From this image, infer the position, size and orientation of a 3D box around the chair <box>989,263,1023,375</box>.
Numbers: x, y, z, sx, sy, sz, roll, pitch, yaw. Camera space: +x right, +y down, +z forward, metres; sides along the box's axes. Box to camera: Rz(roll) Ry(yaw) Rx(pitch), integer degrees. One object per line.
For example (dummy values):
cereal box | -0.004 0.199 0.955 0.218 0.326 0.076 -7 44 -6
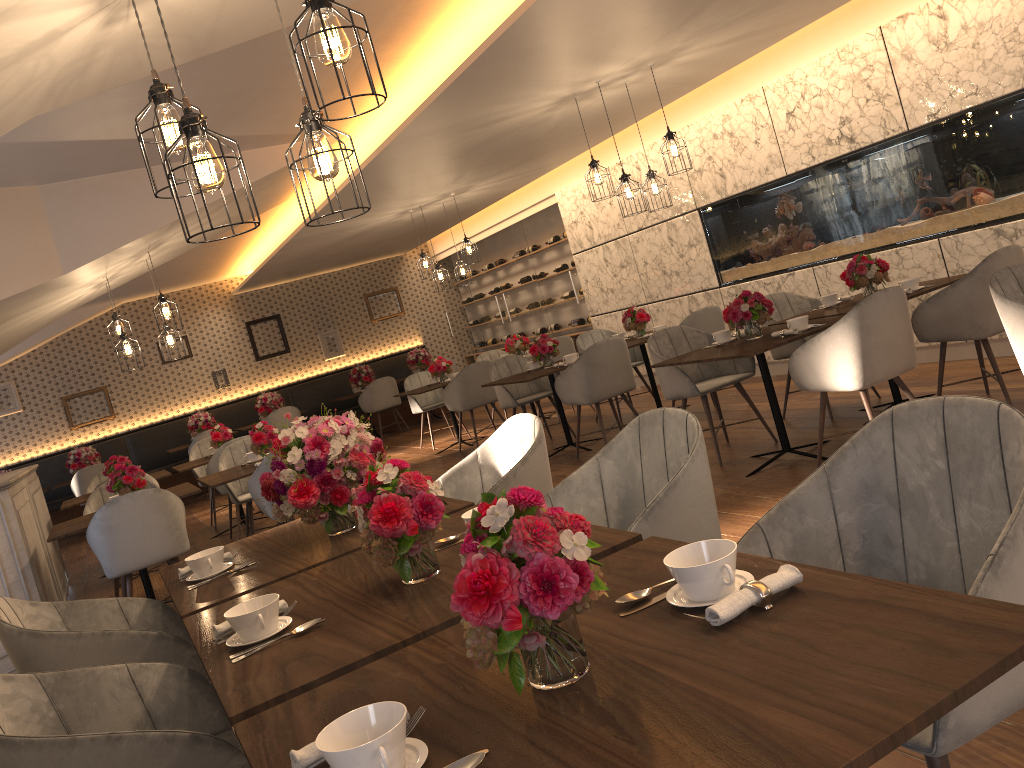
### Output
chair | 2.305 -0.087 3.496 0.568 0.871 0.524 -17 2 -25

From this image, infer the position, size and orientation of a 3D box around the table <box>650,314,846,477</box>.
table | 1.505 0.088 5.112 0.902 0.720 0.892 -18 4 -25

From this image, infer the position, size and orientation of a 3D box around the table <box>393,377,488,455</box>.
table | -0.647 0.330 9.659 0.902 0.720 0.892 -18 4 -25

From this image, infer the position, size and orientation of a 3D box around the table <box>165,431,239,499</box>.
table | -4.170 1.133 12.165 0.902 0.720 0.892 -18 4 -25

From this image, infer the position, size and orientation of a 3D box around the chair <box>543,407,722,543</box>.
chair | 0.346 0.559 2.468 0.530 0.871 0.562 -17 2 -25

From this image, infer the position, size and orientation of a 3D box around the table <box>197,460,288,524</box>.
table | -1.619 0.890 6.240 0.902 0.720 0.892 -18 4 -25

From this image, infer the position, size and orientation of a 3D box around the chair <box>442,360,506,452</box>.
chair | -0.349 0.214 9.070 0.568 0.871 0.524 -17 2 -25

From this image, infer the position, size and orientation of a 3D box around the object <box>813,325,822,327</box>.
object | 1.643 -0.314 4.928 0.022 0.004 0.210 -18 5 -25

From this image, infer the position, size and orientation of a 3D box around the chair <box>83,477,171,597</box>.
chair | -2.740 1.118 6.414 0.568 0.871 0.524 -17 2 -25

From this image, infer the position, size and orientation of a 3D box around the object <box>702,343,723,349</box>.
object | 1.206 -0.228 5.335 0.043 0.015 0.196 -18 5 -29

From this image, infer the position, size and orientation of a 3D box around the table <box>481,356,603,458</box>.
table | 0.408 0.211 7.431 0.902 0.720 0.892 -18 4 -25

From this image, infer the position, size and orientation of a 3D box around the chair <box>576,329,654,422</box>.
chair | 0.980 -0.116 8.462 0.568 0.871 0.524 -17 2 -25

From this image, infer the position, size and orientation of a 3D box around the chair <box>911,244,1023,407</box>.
chair | 2.630 -0.299 4.942 0.568 0.871 0.524 -17 2 -25

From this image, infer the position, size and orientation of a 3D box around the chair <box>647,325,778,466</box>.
chair | 1.251 0.031 5.724 0.568 0.871 0.524 -17 2 -25

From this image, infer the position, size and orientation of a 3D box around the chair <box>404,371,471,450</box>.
chair | -0.901 0.273 10.271 0.568 0.871 0.524 -17 2 -25

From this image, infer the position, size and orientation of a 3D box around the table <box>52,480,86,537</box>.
table | -5.391 1.533 11.547 0.902 0.720 0.892 -18 4 -25

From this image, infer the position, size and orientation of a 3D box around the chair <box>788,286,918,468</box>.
chair | 1.803 -0.028 4.523 0.568 0.871 0.524 -17 2 -25

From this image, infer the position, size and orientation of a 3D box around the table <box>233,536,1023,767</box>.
table | 0.204 0.775 1.297 0.902 0.720 0.892 -18 4 -25

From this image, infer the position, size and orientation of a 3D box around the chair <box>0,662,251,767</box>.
chair | -0.792 0.934 1.872 0.530 0.871 0.562 -17 2 -25

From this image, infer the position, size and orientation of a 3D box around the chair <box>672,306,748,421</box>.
chair | 1.533 -0.176 7.261 0.568 0.871 0.524 -17 2 -25

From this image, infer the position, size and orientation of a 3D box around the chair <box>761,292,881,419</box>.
chair | 2.078 -0.240 6.143 0.568 0.871 0.524 -17 2 -25

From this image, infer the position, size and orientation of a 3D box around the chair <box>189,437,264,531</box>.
chair | -2.902 0.958 8.922 0.568 0.871 0.524 -17 2 -25

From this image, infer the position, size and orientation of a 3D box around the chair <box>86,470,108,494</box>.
chair | -3.729 1.229 8.503 0.568 0.871 0.524 -17 2 -25

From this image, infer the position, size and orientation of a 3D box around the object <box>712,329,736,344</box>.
object | 1.288 -0.287 5.401 0.147 0.072 0.149 -15 4 17

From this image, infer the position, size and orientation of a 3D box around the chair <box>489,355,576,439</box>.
chair | 0.154 0.155 8.043 0.568 0.871 0.524 -17 2 -25

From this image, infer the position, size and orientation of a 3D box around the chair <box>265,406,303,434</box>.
chair | -3.045 0.746 11.995 0.568 0.871 0.524 -17 2 -25

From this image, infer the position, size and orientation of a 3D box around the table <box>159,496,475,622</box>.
table | -0.596 0.865 2.986 0.902 0.720 0.892 -18 4 -25

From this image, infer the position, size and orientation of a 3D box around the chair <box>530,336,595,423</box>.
chair | 0.478 -0.057 9.489 0.568 0.871 0.524 -17 2 -25

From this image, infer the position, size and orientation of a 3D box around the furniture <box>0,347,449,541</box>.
furniture | -4.229 0.904 12.867 7.136 1.080 0.538 -18 3 -26

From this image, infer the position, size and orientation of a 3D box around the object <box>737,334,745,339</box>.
object | 1.367 -0.287 5.428 0.025 0.024 0.192 -17 5 -25

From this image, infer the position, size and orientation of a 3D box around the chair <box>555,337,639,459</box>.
chair | 0.706 0.096 6.842 0.568 0.871 0.524 -17 2 -25

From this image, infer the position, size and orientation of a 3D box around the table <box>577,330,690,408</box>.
table | 1.235 -0.060 7.849 0.902 0.720 0.892 -18 4 -25

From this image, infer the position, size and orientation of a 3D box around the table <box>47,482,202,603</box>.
table | -2.446 1.161 5.822 0.902 0.720 0.892 -18 4 -25

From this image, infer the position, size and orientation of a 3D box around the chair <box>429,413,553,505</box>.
chair | -0.054 0.604 3.312 0.530 0.871 0.562 -17 2 -25

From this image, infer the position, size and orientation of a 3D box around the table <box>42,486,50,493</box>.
table | -6.218 1.805 11.128 0.902 0.720 0.892 -18 4 -25

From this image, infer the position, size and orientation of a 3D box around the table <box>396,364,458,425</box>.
table | -1.295 0.189 13.621 0.902 0.720 0.892 -18 4 -25

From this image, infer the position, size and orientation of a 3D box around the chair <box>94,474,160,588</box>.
chair | -3.137 1.157 7.323 0.568 0.871 0.524 -17 2 -25

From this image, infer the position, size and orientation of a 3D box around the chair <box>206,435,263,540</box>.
chair | -2.310 0.885 7.742 0.568 0.871 0.524 -17 2 -25

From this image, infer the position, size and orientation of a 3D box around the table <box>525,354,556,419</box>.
table | 0.180 0.058 10.078 0.902 0.720 0.892 -18 4 -25

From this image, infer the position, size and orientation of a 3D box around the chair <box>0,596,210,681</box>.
chair | -1.191 0.979 2.716 0.530 0.871 0.562 -17 2 -25

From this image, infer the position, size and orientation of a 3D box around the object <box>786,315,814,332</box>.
object | 1.578 -0.326 4.869 0.147 0.072 0.149 -15 4 17

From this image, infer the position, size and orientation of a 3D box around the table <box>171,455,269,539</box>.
table | -2.608 1.001 8.330 0.902 0.720 0.892 -18 4 -25

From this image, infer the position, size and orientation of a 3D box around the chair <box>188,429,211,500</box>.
chair | -3.872 1.017 11.577 0.568 0.871 0.524 -17 2 -25

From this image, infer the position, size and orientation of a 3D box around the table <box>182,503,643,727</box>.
table | -0.196 0.820 2.142 0.902 0.720 0.892 -18 4 -25

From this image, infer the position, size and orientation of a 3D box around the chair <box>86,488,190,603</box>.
chair | -2.148 1.046 5.233 0.568 0.871 0.524 -17 2 -25

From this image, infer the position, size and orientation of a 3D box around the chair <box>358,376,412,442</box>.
chair | -1.824 0.345 12.614 0.568 0.871 0.524 -17 2 -25

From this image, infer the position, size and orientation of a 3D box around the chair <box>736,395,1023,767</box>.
chair | 0.745 0.514 1.623 0.530 0.871 0.562 -17 2 -25

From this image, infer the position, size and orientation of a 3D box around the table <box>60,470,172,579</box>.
table | -3.435 1.272 7.912 0.902 0.720 0.892 -18 4 -25

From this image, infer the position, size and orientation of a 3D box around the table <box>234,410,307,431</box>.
table | -3.343 0.861 12.584 0.902 0.720 0.892 -18 4 -25

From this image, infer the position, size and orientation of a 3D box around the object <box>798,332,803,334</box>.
object | 1.512 -0.280 4.844 0.025 0.024 0.192 -17 5 -25

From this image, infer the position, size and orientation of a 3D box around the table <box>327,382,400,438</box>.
table | -2.122 0.461 13.203 0.902 0.720 0.892 -18 4 -25

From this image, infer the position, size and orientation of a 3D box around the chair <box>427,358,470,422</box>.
chair | -0.997 0.074 13.033 0.568 0.871 0.524 -17 2 -25

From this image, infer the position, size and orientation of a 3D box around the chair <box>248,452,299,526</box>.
chair | -1.321 0.774 5.652 0.568 0.871 0.524 -17 2 -25

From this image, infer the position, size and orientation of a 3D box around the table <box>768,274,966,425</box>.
table | 2.332 -0.184 5.531 0.902 0.720 0.892 -18 4 -25

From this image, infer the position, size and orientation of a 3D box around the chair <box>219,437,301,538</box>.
chair | -1.913 0.847 6.832 0.568 0.871 0.524 -17 2 -25

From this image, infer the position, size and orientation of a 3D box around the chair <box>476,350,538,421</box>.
chair | -0.074 0.002 10.690 0.568 0.871 0.524 -17 2 -25

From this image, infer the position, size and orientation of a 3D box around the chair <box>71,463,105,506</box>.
chair | -5.093 1.418 10.958 0.568 0.871 0.524 -17 2 -25
